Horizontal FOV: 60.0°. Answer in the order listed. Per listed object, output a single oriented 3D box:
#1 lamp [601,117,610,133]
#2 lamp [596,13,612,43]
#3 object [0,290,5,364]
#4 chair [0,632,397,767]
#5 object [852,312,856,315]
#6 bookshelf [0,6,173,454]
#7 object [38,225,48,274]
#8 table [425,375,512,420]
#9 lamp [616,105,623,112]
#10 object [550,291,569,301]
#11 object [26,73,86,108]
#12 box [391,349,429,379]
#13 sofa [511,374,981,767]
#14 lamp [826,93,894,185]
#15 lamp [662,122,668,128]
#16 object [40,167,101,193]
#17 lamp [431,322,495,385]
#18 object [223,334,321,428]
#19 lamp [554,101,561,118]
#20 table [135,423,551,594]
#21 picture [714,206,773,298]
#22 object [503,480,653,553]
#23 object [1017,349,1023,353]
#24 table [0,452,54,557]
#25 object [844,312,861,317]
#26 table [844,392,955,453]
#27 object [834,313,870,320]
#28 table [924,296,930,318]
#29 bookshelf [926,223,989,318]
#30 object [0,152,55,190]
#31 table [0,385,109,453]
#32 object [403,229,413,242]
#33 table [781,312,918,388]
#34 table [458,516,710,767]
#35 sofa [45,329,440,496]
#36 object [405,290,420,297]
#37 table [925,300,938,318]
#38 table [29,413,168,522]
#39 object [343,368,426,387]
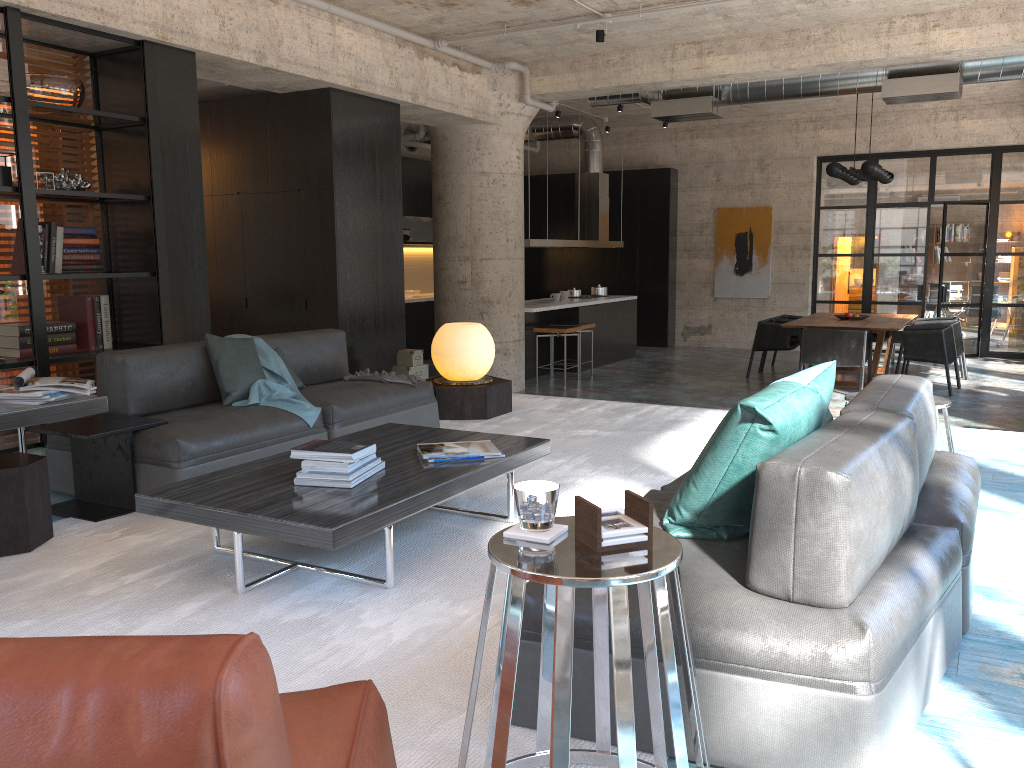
[{"bbox_3d":[1.525,-4.200,14.393,0.145,0.236,0.107,1,8,12],"label":"lamp"},{"bbox_3d":[0.799,-3.095,7.709,0.141,0.215,0.107,1,8,11],"label":"lamp"},{"bbox_3d":[-3.085,-0.332,5.204,0.218,0.433,0.218,3,9,21],"label":"object"},{"bbox_3d":[-0.590,0.591,1.274,0.801,0.759,0.920,-1,8,-1],"label":"chair"},{"bbox_3d":[4.337,-0.867,11.220,0.110,0.082,0.088,-4,9,-21],"label":"object"},{"bbox_3d":[-3.350,-0.841,4.990,0.628,2.571,2.900,4,9,29],"label":"bookshelf"},{"bbox_3d":[-2.941,-0.830,5.491,0.099,0.301,0.099,3,9,23],"label":"object"},{"bbox_3d":[-0.435,0.114,6.316,0.616,0.230,1.044,4,9,29],"label":"table"},{"bbox_3d":[1.474,-3.894,12.311,0.145,0.236,0.107,1,8,12],"label":"lamp"},{"bbox_3d":[0.688,-1.262,12.661,0.188,0.133,0.437,4,9,29],"label":"object"},{"bbox_3d":[-2.987,-1.852,5.722,0.430,0.217,0.434,5,10,31],"label":"object"},{"bbox_3d":[-0.935,-0.093,8.136,0.280,0.441,0.331,2,9,18],"label":"box"},{"bbox_3d":[0.887,0.388,2.786,1.019,0.680,2.063,4,9,29],"label":"sofa"},{"bbox_3d":[4.310,-3.164,10.862,0.583,1.327,1.813,4,9,29],"label":"lamp"},{"bbox_3d":[2.382,-4.139,13.925,0.145,0.236,0.107,1,8,12],"label":"lamp"},{"bbox_3d":[-2.949,-1.342,5.874,0.323,0.177,0.322,4,9,29],"label":"object"},{"bbox_3d":[-0.353,-0.228,6.419,0.462,0.417,0.462,-6,10,-33],"label":"lamp"},{"bbox_3d":[-1.414,-0.036,4.880,0.444,0.438,0.985,-6,10,-34],"label":"object"},{"bbox_3d":[0.634,-3.954,12.769,0.145,0.236,0.107,1,8,12],"label":"lamp"},{"bbox_3d":[-0.578,0.470,3.589,0.900,0.309,1.500,4,9,29],"label":"table"},{"bbox_3d":[3.853,-2.188,14.781,0.928,1.494,0.029,4,9,29],"label":"picture"},{"bbox_3d":[0.131,0.242,1.691,0.287,0.096,0.206,-4,9,-21],"label":"object"},{"bbox_3d":[4.146,-0.125,6.383,0.886,1.552,0.514,2,9,16],"label":"object"},{"bbox_3d":[-2.041,0.477,3.528,0.316,0.340,0.365,-1,8,-1],"label":"table"},{"bbox_3d":[4.287,-0.865,11.168,0.219,0.097,0.100,-3,9,-17],"label":"object"},{"bbox_3d":[1.758,0.299,4.091,0.620,0.472,0.620,5,10,31],"label":"table"},{"bbox_3d":[4.290,-0.855,11.194,0.435,0.079,0.435,-4,9,-24],"label":"object"},{"bbox_3d":[8.838,-1.326,17.218,1.800,0.721,0.800,4,9,29],"label":"table"},{"bbox_3d":[9.818,-2.286,18.700,3.034,2.179,0.366,4,9,29],"label":"bookshelf"},{"bbox_3d":[-2.990,-1.275,5.331,0.200,0.200,0.409,6,11,38],"label":"object"},{"bbox_3d":[-2.235,0.358,3.605,0.800,0.570,0.800,4,9,29],"label":"table"},{"bbox_3d":[-1.732,-2.418,14.341,0.334,0.240,0.462,4,9,26],"label":"object"},{"bbox_3d":[4.325,-0.444,11.269,1.299,0.756,2.410,4,9,29],"label":"table"},{"bbox_3d":[0.136,0.595,1.694,0.549,0.603,0.549,1,8,8],"label":"table"},{"bbox_3d":[-1.383,0.088,4.973,1.019,0.680,2.063,4,9,29],"label":"sofa"},{"bbox_3d":[-1.702,-1.433,14.109,0.490,0.093,0.490,4,9,26],"label":"object"},{"bbox_3d":[8.114,-1.068,15.483,1.800,0.721,0.800,4,9,29],"label":"table"},{"bbox_3d":[-1.890,0.374,4.097,0.420,0.390,0.413,4,9,29],"label":"table"},{"bbox_3d":[-0.770,-0.003,5.562,0.433,0.185,0.429,3,9,25],"label":"object"}]
